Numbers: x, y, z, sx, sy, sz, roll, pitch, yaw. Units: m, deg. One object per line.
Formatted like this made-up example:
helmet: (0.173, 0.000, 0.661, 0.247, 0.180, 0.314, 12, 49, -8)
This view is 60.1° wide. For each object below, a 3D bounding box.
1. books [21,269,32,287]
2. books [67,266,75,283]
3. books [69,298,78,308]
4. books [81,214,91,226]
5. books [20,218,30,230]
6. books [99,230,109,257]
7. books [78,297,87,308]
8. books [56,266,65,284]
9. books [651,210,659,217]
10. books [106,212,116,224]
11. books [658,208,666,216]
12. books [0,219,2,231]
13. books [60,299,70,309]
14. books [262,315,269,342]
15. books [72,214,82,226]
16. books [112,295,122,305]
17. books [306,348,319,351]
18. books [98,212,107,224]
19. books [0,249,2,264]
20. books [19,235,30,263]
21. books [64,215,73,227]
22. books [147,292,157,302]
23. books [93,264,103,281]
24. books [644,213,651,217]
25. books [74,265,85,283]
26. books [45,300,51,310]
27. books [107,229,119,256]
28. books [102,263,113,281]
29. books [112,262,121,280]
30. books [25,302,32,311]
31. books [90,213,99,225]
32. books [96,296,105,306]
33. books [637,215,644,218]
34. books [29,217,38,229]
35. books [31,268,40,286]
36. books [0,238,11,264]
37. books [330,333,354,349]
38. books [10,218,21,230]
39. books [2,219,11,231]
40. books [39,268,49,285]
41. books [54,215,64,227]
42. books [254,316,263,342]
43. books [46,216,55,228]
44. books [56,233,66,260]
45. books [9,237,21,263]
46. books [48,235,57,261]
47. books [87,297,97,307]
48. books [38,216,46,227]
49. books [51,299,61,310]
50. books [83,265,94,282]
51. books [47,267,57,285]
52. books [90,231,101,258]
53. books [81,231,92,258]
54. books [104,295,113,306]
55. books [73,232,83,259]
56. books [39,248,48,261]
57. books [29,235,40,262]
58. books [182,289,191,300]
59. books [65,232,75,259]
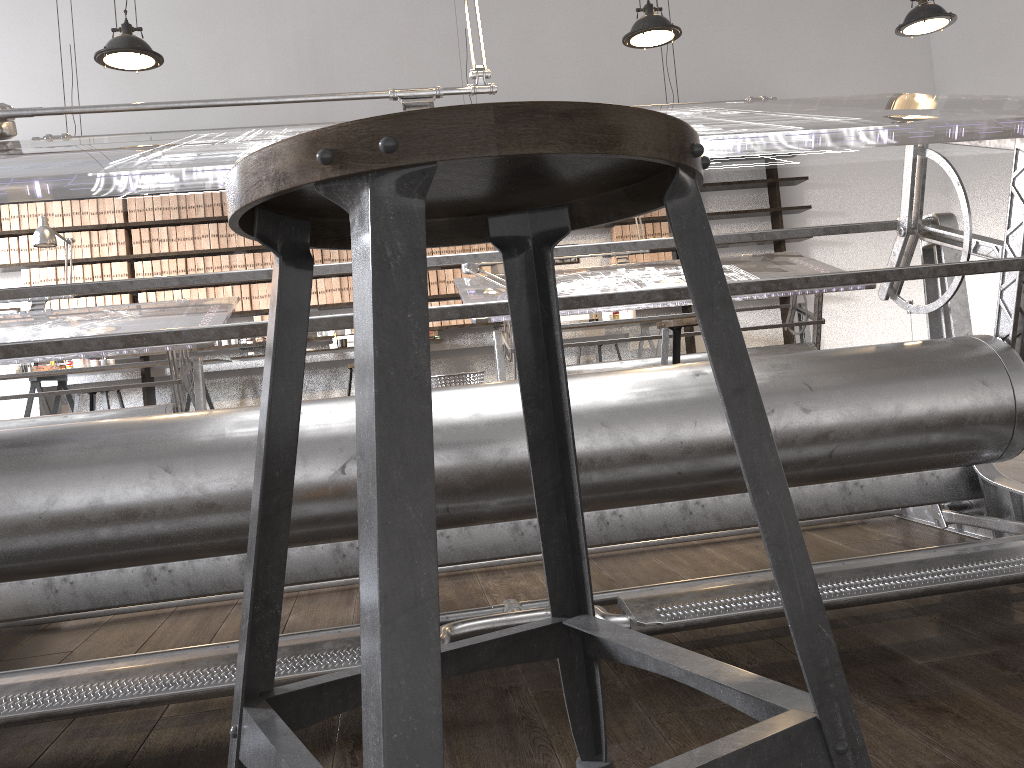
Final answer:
books: (-4.011, -0.836, 7.379, 0.067, 0.226, 0.174, -5, -1, -8)
books: (-3.676, -0.869, 7.432, 0.067, 0.226, 0.174, -5, -1, -8)
books: (-3.642, -0.600, 7.426, 0.067, 0.226, 0.174, -5, -1, -8)
books: (-3.572, -1.427, 7.474, 0.067, 0.226, 0.174, -5, -1, -8)
books: (-4.045, -1.381, 7.404, 0.067, 0.226, 0.174, -5, -1, -8)
books: (-3.421, -1.173, 7.482, 0.067, 0.226, 0.174, -5, -1, -8)
books: (-3.572, -0.606, 7.432, 0.067, 0.226, 0.174, -5, -1, -8)
books: (-3.746, -0.862, 7.422, 0.067, 0.226, 0.174, -5, -1, -8)
books: (1.284, -1.635, 8.162, 0.067, 0.226, 0.174, -5, -1, -8)
books: (-3.375, -1.447, 7.498, 0.067, 0.226, 0.174, -5, -1, -8)
books: (1.355, -1.642, 8.168, 0.067, 0.226, 0.174, -5, -1, -8)
books: (-4.259, -1.360, 7.368, 0.067, 0.226, 0.174, -5, -1, -8)
books: (-3.710, -0.593, 7.414, 0.067, 0.226, 0.174, -5, -1, -8)
books: (-2.101, -0.476, 7.634, 0.067, 0.226, 0.174, -5, -1, -8)
books: (-3.640, -1.420, 7.462, 0.067, 0.226, 0.174, -5, -1, -8)
books: (-3.303, -0.633, 7.474, 0.067, 0.226, 0.174, -5, -1, -8)
books: (-1.734, -0.267, 7.171, 0.355, 0.029, 0.256, -6, 1, -8)
books: (-3.437, -1.441, 7.491, 0.067, 0.226, 0.174, -5, -1, -8)
books: (-4.245, -1.084, 7.361, 0.067, 0.226, 0.174, -5, -1, -8)
books: (-4.034, -1.112, 7.387, 0.067, 0.226, 0.174, -5, -1, -8)
books: (-3.709, -1.414, 7.448, 0.067, 0.226, 0.174, -5, -1, -8)
books: (-3.027, -0.660, 7.510, 0.067, 0.226, 0.174, -5, -1, -8)
books: (-3.462, -0.890, 7.458, 0.067, 0.226, 0.174, -5, -1, -8)
books: (1.214, -1.628, 8.151, 0.067, 0.226, 0.174, -5, -1, -8)
books: (-3.606, -0.875, 7.438, 0.067, 0.226, 0.174, -5, -1, -8)
books: (-3.851, -0.579, 7.391, 0.067, 0.226, 0.174, -5, -1, -8)
books: (-3.351, -1.179, 7.488, 0.067, 0.226, 0.174, -5, -1, -8)
books: (-3.389, -0.897, 7.474, 0.067, 0.226, 0.174, -5, -1, -8)
books: (-3.314, -0.904, 7.482, 0.067, 0.226, 0.174, -5, -1, -8)
books: (-3.978, -0.566, 7.370, 0.067, 0.226, 0.174, -5, -1, -8)
books: (-3.502, -1.434, 7.477, 0.067, 0.226, 0.174, -5, -1, -8)
books: (-3.429, -0.620, 7.449, 0.067, 0.226, 0.174, -5, -1, -8)
books: (1.149, -1.621, 8.136, 0.067, 0.226, 0.174, -5, -1, -8)
books: (-3.975, -1.387, 7.414, 0.067, 0.226, 0.174, -5, -1, -8)
books: (-3.940, -0.842, 7.391, 0.067, 0.226, 0.174, -5, -1, -8)
books: (-4.183, -1.090, 7.369, 0.067, 0.226, 0.174, -5, -1, -8)
books: (-1.373, -0.362, 7.405, 0.294, 0.148, 0.385, -6, 1, -8)
books: (-4.115, -1.374, 7.390, 0.067, 0.226, 0.174, -5, -1, -8)
books: (-4.185, -1.367, 7.384, 0.067, 0.226, 0.174, -5, -1, -8)
books: (-3.878, -0.849, 7.402, 0.067, 0.226, 0.174, -5, -1, -8)
books: (-3.781, -1.407, 7.439, 0.067, 0.226, 0.174, -5, -1, -8)
books: (-2.167, -0.469, 7.619, 0.067, 0.226, 0.174, -5, -1, -8)
books: (-3.843, -1.401, 7.432, 0.067, 0.226, 0.174, -5, -1, -8)
books: (-3.756, -1.140, 7.429, 0.067, 0.226, 0.174, -5, -1, -8)
books: (-4.111, -1.097, 7.377, 0.067, 0.226, 0.174, -5, -1, -8)
books: (-3.826, -1.133, 7.422, 0.067, 0.226, 0.174, -5, -1, -8)
books: (-3.501, -0.613, 7.439, 0.067, 0.226, 0.174, -5, -1, -8)
books: (-3.908, -1.394, 7.418, 0.067, 0.226, 0.174, -5, -1, -8)
books: (-3.779, -0.586, 7.400, 0.067, 0.226, 0.174, -5, -1, -8)
books: (-3.536, -0.882, 7.453, 0.067, 0.226, 0.174, -5, -1, -8)
books: (-3.812, -0.855, 7.407, 0.067, 0.226, 0.174, -5, -1, -8)
books: (-3.491, -1.166, 7.472, 0.067, 0.226, 0.174, -5, -1, -8)
books: (-3.557, -1.159, 7.456, 0.067, 0.226, 0.174, -5, -1, -8)
books: (-3.368, -0.627, 7.462, 0.067, 0.226, 0.174, -5, -1, -8)
books: (-3.623, -1.153, 7.451, 0.067, 0.226, 0.174, -5, -1, -8)
books: (-3.895, -1.126, 7.414, 0.067, 0.226, 0.174, -5, -1, -8)
books: (-3.963, -1.119, 7.401, 0.067, 0.226, 0.174, -5, -1, -8)
books: (-2.749, -0.687, 7.551, 0.067, 0.226, 0.174, -5, -1, -8)
books: (-3.685, -1.146, 7.441, 0.067, 0.226, 0.174, -5, -1, -8)
